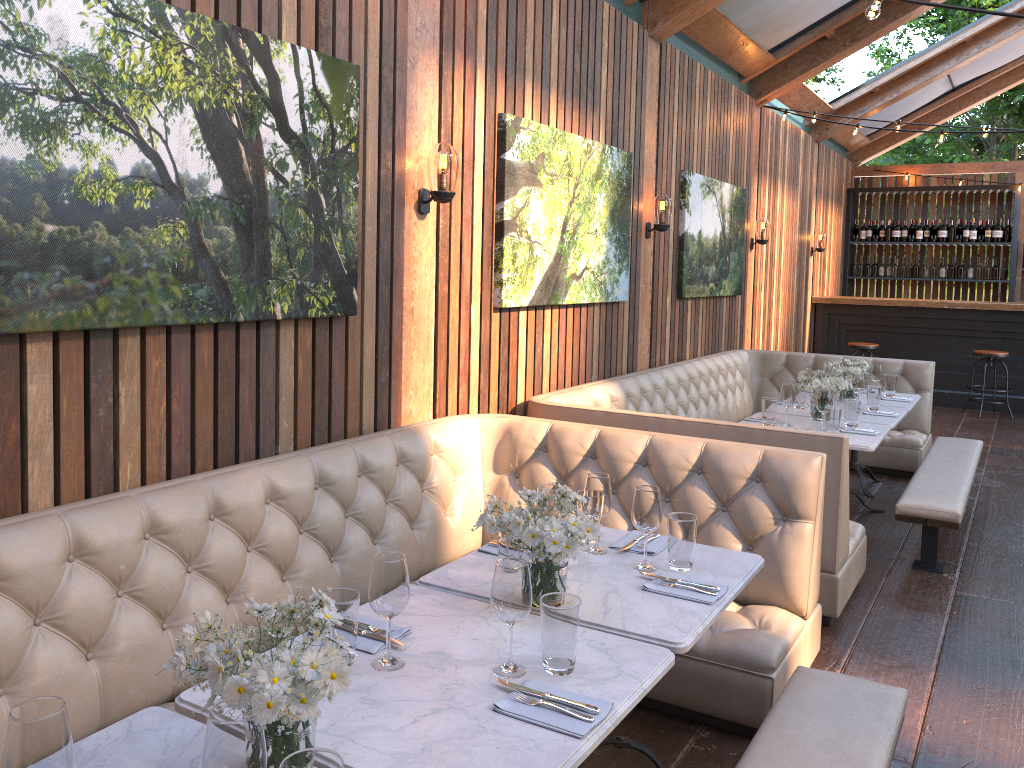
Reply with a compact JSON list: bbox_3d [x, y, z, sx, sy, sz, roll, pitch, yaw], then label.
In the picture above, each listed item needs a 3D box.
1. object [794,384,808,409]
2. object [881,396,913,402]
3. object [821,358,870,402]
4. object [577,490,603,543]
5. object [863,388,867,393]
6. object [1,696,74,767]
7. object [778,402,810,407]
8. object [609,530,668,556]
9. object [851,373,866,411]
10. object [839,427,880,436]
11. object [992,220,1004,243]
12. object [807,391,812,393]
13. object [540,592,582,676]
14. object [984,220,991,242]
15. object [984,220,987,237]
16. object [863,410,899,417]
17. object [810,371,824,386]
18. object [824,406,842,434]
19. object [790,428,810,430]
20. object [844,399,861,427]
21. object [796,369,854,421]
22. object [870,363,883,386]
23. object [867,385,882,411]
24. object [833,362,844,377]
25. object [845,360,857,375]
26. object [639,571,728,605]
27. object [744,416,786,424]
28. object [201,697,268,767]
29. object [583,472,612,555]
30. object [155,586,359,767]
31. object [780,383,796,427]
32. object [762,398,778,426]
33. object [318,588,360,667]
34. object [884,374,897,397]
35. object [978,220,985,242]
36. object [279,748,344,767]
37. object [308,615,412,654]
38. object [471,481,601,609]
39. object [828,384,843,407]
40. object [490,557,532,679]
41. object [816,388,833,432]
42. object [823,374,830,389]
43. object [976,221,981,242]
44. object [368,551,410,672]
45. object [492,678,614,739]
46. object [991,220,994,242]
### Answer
[{"bbox_3d":[1.905,0.083,5.848,0.092,0.157,0.092,3,5,17],"label":"object"},{"bbox_3d":[2.753,0.102,6.383,0.255,0.019,0.158,6,9,30],"label":"object"},{"bbox_3d":[2.365,-0.032,6.230,0.329,0.308,0.338,2,6,5],"label":"object"},{"bbox_3d":[0.255,0.433,2.887,0.092,0.157,0.092,-1,5,-23],"label":"object"},{"bbox_3d":[2.703,0.052,6.754,0.158,0.019,0.256,6,9,30],"label":"object"},{"bbox_3d":[-0.678,0.582,1.267,0.092,0.243,0.093,1,4,-12],"label":"object"},{"bbox_3d":[1.942,0.131,6.014,0.255,0.019,0.158,6,9,30],"label":"object"},{"bbox_3d":[0.415,0.512,2.854,0.158,0.019,0.256,6,9,30],"label":"object"},{"bbox_3d":[2.285,0.050,5.838,0.092,0.243,0.093,0,4,-17],"label":"object"},{"bbox_3d":[1.955,0.261,5.033,0.255,0.019,0.158,6,9,30],"label":"object"},{"bbox_3d":[6.627,-2.084,12.069,0.136,0.314,0.136,5,5,37],"label":"object"},{"bbox_3d":[2.322,0.055,6.660,0.255,0.019,0.158,6,9,30],"label":"object"},{"bbox_3d":[0.105,0.553,1.952,0.092,0.157,0.092,3,5,17],"label":"object"},{"bbox_3d":[6.506,-2.090,12.093,0.078,0.311,0.078,3,4,25],"label":"object"},{"bbox_3d":[6.538,-2.101,12.208,0.077,0.305,0.077,-2,5,-43],"label":"object"},{"bbox_3d":[2.353,0.183,5.695,0.255,0.019,0.158,6,9,30],"label":"object"},{"bbox_3d":[2.015,0.041,5.857,0.092,0.243,0.093,0,4,-17],"label":"object"},{"bbox_3d":[1.764,0.208,4.868,0.092,0.157,0.092,3,5,17],"label":"object"},{"bbox_3d":[1.600,0.269,4.910,0.158,0.019,0.256,6,9,30],"label":"object"},{"bbox_3d":[1.995,0.172,5.190,0.092,0.157,0.092,3,5,17],"label":"object"},{"bbox_3d":[1.900,0.066,5.399,0.336,0.308,0.330,-3,7,-37],"label":"object"},{"bbox_3d":[2.686,-0.031,6.525,0.092,0.243,0.093,0,4,-17],"label":"object"},{"bbox_3d":[2.393,0.094,5.852,0.092,0.157,0.092,3,5,17],"label":"object"},{"bbox_3d":[2.395,-0.035,6.503,0.092,0.243,0.093,0,4,-17],"label":"object"},{"bbox_3d":[2.555,-0.054,6.676,0.092,0.243,0.093,0,4,-17],"label":"object"},{"bbox_3d":[0.466,0.562,2.483,0.255,0.019,0.158,6,9,30],"label":"object"},{"bbox_3d":[1.536,0.213,5.324,0.255,0.019,0.158,6,9,30],"label":"object"},{"bbox_3d":[-0.400,0.587,1.275,0.092,0.243,0.093,1,4,-12],"label":"object"},{"bbox_3d":[0.268,0.405,2.776,0.092,0.243,0.093,1,4,-12],"label":"object"},{"bbox_3d":[-0.400,0.525,1.504,0.337,0.308,0.330,7,8,42],"label":"object"},{"bbox_3d":[1.610,0.122,5.167,0.092,0.243,0.093,1,4,-12],"label":"object"},{"bbox_3d":[1.500,0.164,5.158,0.092,0.157,0.092,3,5,17],"label":"object"},{"bbox_3d":[-0.382,0.542,1.948,0.092,0.157,0.092,3,5,17],"label":"object"},{"bbox_3d":[2.793,0.013,6.540,0.092,0.157,0.092,3,5,17],"label":"object"},{"bbox_3d":[6.451,-2.099,12.162,0.077,0.308,0.078,2,4,9],"label":"object"},{"bbox_3d":[-0.293,0.631,1.290,0.092,0.157,0.092,3,5,17],"label":"object"},{"bbox_3d":[-0.346,0.591,2.114,0.255,0.019,0.158,6,9,30],"label":"object"},{"bbox_3d":[0.085,0.427,2.331,0.329,0.308,0.337,-4,8,-43],"label":"object"},{"bbox_3d":[1.887,0.128,5.176,0.092,0.243,0.093,1,4,-12],"label":"object"},{"bbox_3d":[-0.002,0.509,1.938,0.092,0.243,0.093,1,4,-12],"label":"object"},{"bbox_3d":[1.753,0.151,4.974,0.092,0.243,0.093,1,4,-12],"label":"object"},{"bbox_3d":[2.285,0.007,6.494,0.092,0.157,0.092,3,5,17],"label":"object"},{"bbox_3d":[6.473,-2.109,12.266,0.075,0.301,0.076,2,4,13],"label":"object"},{"bbox_3d":[-0.272,0.500,1.957,0.092,0.243,0.093,1,4,-12],"label":"object"},{"bbox_3d":[0.066,0.643,1.795,0.255,0.019,0.158,6,9,30],"label":"object"},{"bbox_3d":[6.631,-2.101,12.210,0.077,0.308,0.078,2,4,9],"label":"object"}]
